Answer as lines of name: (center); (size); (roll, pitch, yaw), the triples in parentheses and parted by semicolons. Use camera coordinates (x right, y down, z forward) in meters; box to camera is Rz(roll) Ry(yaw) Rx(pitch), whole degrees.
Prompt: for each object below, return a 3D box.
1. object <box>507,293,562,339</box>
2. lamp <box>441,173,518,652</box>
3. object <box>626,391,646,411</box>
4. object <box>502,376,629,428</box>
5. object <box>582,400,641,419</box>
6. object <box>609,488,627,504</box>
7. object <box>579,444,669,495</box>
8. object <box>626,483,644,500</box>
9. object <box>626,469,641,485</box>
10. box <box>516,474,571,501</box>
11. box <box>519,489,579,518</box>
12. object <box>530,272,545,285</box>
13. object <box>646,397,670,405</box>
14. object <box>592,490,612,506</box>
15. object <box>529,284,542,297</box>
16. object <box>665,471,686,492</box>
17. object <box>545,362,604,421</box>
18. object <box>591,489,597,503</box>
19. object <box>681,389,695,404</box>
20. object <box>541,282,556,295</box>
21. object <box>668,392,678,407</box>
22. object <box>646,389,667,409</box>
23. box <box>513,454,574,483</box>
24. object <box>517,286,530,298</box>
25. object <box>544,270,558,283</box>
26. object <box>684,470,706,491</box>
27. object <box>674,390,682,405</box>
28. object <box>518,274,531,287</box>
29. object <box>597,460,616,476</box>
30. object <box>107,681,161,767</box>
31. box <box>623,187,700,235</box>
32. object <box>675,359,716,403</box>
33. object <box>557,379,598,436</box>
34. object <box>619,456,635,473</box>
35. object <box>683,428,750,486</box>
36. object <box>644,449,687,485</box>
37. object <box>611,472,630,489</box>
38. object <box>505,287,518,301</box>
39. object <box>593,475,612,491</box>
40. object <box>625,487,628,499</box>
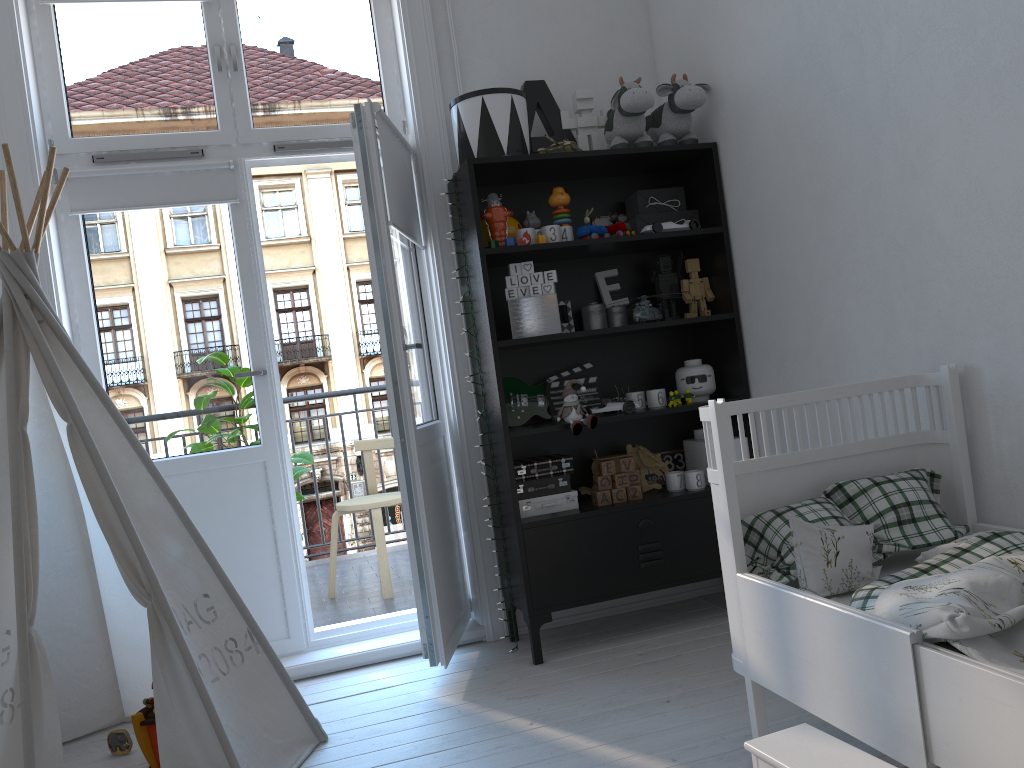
object: (0.076, -0.227, 3.056); (0.170, 0.138, 0.124); (-8, 0, 0)
lamp: (0.315, 0.042, 3.238); (0.985, 1.684, 0.095); (-8, 1, -17)
object: (0.447, 0.063, 3.193); (0.067, 0.067, 0.067); (-8, 0, -1)
object: (0.185, 0.065, 3.265); (0.542, 0.239, 0.093); (-8, 1, -14)
object: (0.338, 0.088, 3.123); (0.230, 0.048, 0.098); (-8, 0, 10)
object: (0.370, 0.389, 3.106); (0.050, 0.050, 0.050); (-8, 0, -10)
object: (0.409, 0.317, 3.256); (0.337, 0.186, 0.111); (-8, 0, 0)
object: (0.433, 0.380, 3.123); (0.050, 0.050, 0.050); (-8, 0, 15)
object: (0.422, 0.332, 3.149); (0.050, 0.050, 0.050); (-8, 0, -15)
box: (0.080, 0.359, 3.121); (0.215, 0.062, 0.179); (-8, 0, -15)
box: (0.106, 0.418, 3.127); (0.215, 0.062, 0.179); (-8, 0, -15)
object: (0.088, -0.358, 3.019); (0.040, 0.040, 0.040); (-8, 0, 15)
object: (0.520, 0.069, 3.327); (0.163, 0.034, 0.069); (-8, 0, -15)
object: (0.313, 0.396, 3.090); (0.050, 0.050, 0.050); (-8, 0, -15)
object: (0.080, -0.316, 3.019); (0.040, 0.040, 0.040); (-8, 0, 0)
object: (0.588, 0.350, 3.186); (0.067, 0.067, 0.067); (-8, 0, -1)
object: (0.226, 0.028, 3.249); (0.200, 0.199, 0.048); (-8, 1, -15)
object: (0.314, 0.396, 3.147); (0.050, 0.050, 0.050); (-8, 0, -15)
object: (0.628, 0.045, 3.163); (0.042, 0.054, 0.031); (-7, 1, 30)
object: (0.126, -0.322, 3.019); (0.040, 0.040, 0.040); (-8, 0, 15)
object: (0.565, 0.054, 3.121); (0.031, 0.054, 0.042); (-7, 1, 35)
object: (0.516, 0.054, 3.163); (0.067, 0.067, 0.067); (-8, 0, -1)
box: (0.090, 0.296, 3.127); (0.215, 0.062, 0.179); (-8, 0, -15)
object: (0.037, -0.310, 3.027); (0.040, 0.040, 0.040); (-8, 0, -10)
object: (0.133, -0.364, 3.019); (0.040, 0.040, 0.040); (-8, 0, 10)
object: (0.649, 0.342, 3.146); (0.067, 0.067, 0.067); (-8, 0, -1)
object: (0.592, 0.050, 3.183); (0.042, 0.054, 0.031); (-8, 0, -15)
object: (0.043, -0.352, 3.019); (0.040, 0.040, 0.040); (-8, 0, 5)
object: (0.331, 0.294, 3.111); (0.050, 0.050, 0.050); (-8, 0, -15)
object: (-0.868, 0.910, 2.305); (0.385, 0.284, 0.857); (-8, 0, -23)
box: (0.552, -0.626, 3.300); (0.251, 0.189, 0.179); (-8, 0, -15)
object: (0.674, -0.010, 3.260); (0.139, 0.162, 0.139); (-8, 0, -40)
object: (0.215, 0.077, 2.969); (0.110, 0.186, 0.129); (-8, 0, -28)
object: (0.406, 0.284, 3.133); (0.050, 0.050, 0.050); (-8, 0, 5)
object: (0.750, 0.262, 3.258); (0.132, 0.199, 0.267); (-8, 0, -15)
object: (0.536, 0.328, 3.382); (0.347, 0.120, 0.034); (-8, 1, -15)
object: (0.378, 0.338, 3.109); (0.050, 0.050, 0.050); (-8, 0, -15)
object: (-0.002, -0.305, 3.019); (0.040, 0.040, 0.040); (-8, 0, 0)
object: (0.318, 0.346, 3.114); (0.050, 0.050, 0.050); (-8, 0, -15)
object: (0.425, 0.381, 3.181); (0.050, 0.050, 0.050); (-8, 0, -15)
